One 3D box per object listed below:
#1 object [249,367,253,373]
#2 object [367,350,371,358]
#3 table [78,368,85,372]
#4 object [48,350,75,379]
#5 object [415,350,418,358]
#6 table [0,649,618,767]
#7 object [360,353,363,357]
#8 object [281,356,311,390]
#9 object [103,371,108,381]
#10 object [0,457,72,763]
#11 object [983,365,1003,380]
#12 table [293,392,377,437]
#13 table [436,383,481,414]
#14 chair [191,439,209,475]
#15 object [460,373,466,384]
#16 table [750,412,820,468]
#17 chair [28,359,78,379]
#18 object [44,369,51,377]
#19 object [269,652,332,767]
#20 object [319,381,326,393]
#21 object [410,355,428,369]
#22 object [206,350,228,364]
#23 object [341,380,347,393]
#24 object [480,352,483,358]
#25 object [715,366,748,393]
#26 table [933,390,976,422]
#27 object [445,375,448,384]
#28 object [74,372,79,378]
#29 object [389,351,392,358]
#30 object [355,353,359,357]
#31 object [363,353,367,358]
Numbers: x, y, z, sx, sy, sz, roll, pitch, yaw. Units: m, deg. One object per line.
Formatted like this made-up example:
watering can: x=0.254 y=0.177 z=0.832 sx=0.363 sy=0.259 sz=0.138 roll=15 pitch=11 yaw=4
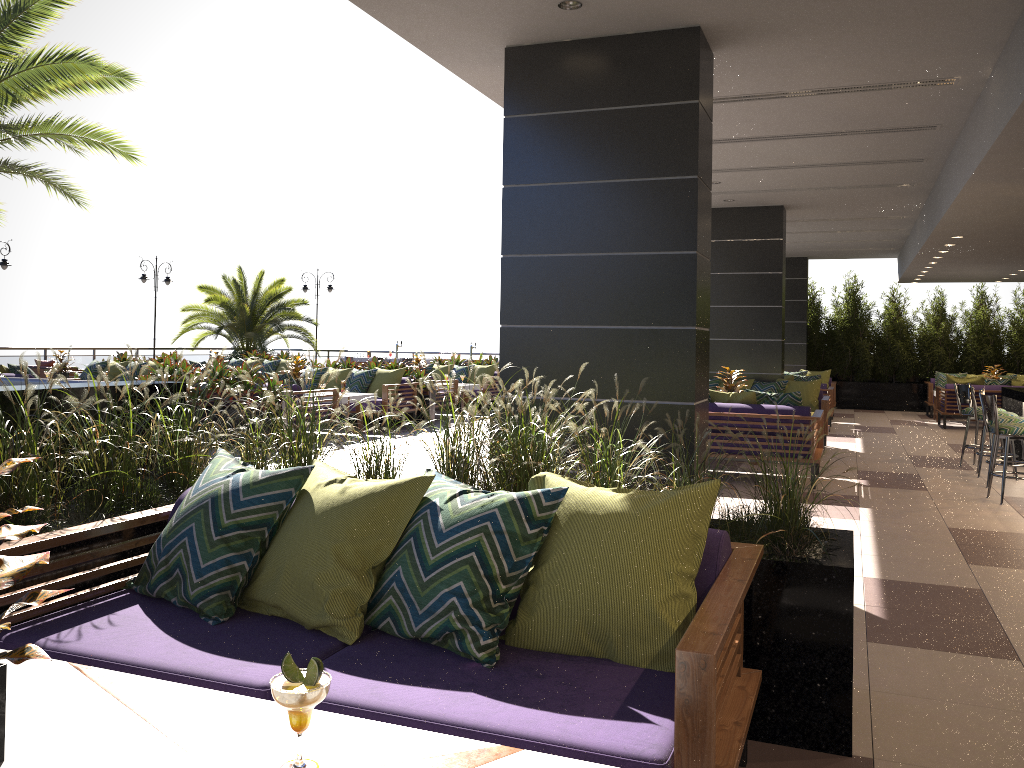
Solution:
object: x=-5.274 y=-0.259 z=17.886 sx=0.069 sy=0.211 sz=0.068 roll=1 pitch=-1 yaw=9
object: x=-3.513 y=-0.736 z=21.691 sx=0.067 sy=0.190 sz=0.084 roll=2 pitch=-1 yaw=-44
table: x=-9.267 y=-0.032 z=19.347 sx=0.755 sy=0.590 sz=0.739 roll=1 pitch=1 yaw=21
object: x=-7.214 y=-0.283 z=14.169 sx=0.430 sy=0.527 sz=0.425 roll=1 pitch=1 yaw=-37
object: x=-2.292 y=-0.704 z=21.229 sx=0.069 sy=0.211 sz=0.068 roll=1 pitch=-1 yaw=4
table: x=-0.868 y=0.940 z=1.457 sx=2.037 sy=0.554 sz=0.941 roll=2 pitch=2 yaw=21
object: x=-3.764 y=-0.672 z=22.225 sx=0.105 sy=0.209 sz=0.105 roll=1 pitch=0 yaw=-4
object: x=-3.052 y=-0.138 z=12.581 sx=0.430 sy=0.527 sz=0.424 roll=1 pitch=1 yaw=38
object: x=-6.567 y=-0.109 z=14.292 sx=0.067 sy=0.190 sz=0.084 roll=1 pitch=-1 yaw=-39
object: x=-0.980 y=0.396 z=1.511 sx=0.430 sy=0.527 sz=0.424 roll=1 pitch=1 yaw=38
object: x=8.802 y=-0.090 z=16.142 sx=0.430 sy=0.527 sz=0.424 roll=1 pitch=1 yaw=38
table: x=-3.053 y=0.400 z=12.596 sx=2.037 sy=0.554 sz=0.941 roll=2 pitch=2 yaw=21
table: x=-1.694 y=0.264 z=16.148 sx=2.037 sy=0.554 sz=0.941 roll=2 pitch=2 yaw=21
chair: x=-2.361 y=0.608 z=5.324 sx=0.714 sy=0.817 sz=0.714 roll=1 pitch=1 yaw=21
object: x=-0.908 y=-0.103 z=16.286 sx=0.105 sy=0.197 sz=0.106 roll=1 pitch=0 yaw=-36
table: x=2.559 y=0.597 z=10.417 sx=2.037 sy=0.554 sz=0.941 roll=2 pitch=2 yaw=21
chair: x=-9.604 y=-0.111 z=18.466 sx=0.715 sy=0.817 sz=0.714 roll=1 pitch=1 yaw=21
object: x=-7.721 y=-0.152 z=14.705 sx=0.105 sy=0.197 sz=0.106 roll=1 pitch=0 yaw=-36
object: x=-0.368 y=0.570 z=1.539 sx=0.105 sy=0.197 sz=0.106 roll=1 pitch=0 yaw=-41
object: x=-2.593 y=0.055 z=12.119 sx=0.105 sy=0.197 sz=0.106 roll=1 pitch=0 yaw=-36
object: x=-1.693 y=-0.274 z=16.120 sx=0.425 sy=0.527 sz=0.430 roll=1 pitch=1 yaw=33
object: x=-5.915 y=-0.420 z=17.725 sx=0.424 sy=0.527 sz=0.430 roll=1 pitch=1 yaw=-42
object: x=-2.405 y=0.039 z=12.629 sx=0.067 sy=0.190 sz=0.084 roll=1 pitch=-1 yaw=-39
object: x=-0.713 y=-0.642 z=20.620 sx=0.069 sy=0.198 sz=0.082 roll=1 pitch=-1 yaw=-33
object: x=2.566 y=0.058 z=10.417 sx=0.430 sy=0.527 sz=0.424 roll=1 pitch=1 yaw=33
table: x=8.841 y=0.451 z=16.125 sx=2.037 sy=0.554 sz=0.941 roll=2 pitch=2 yaw=21
object: x=-1.161 y=-0.072 z=15.673 sx=0.069 sy=0.181 sz=0.068 roll=1 pitch=-1 yaw=9
object: x=-6.719 y=-0.086 z=13.637 sx=0.082 sy=0.198 sz=0.069 roll=1 pitch=-1 yaw=-28
object: x=-2.949 y=-0.712 z=21.480 sx=0.069 sy=0.181 sz=0.069 roll=1 pitch=-1 yaw=-7
object: x=-3.899 y=-0.674 z=22.210 sx=0.105 sy=0.209 sz=0.105 roll=1 pitch=0 yaw=-4
object: x=-3.684 y=-0.667 z=22.131 sx=0.105 sy=0.209 sz=0.105 roll=1 pitch=0 yaw=-4
